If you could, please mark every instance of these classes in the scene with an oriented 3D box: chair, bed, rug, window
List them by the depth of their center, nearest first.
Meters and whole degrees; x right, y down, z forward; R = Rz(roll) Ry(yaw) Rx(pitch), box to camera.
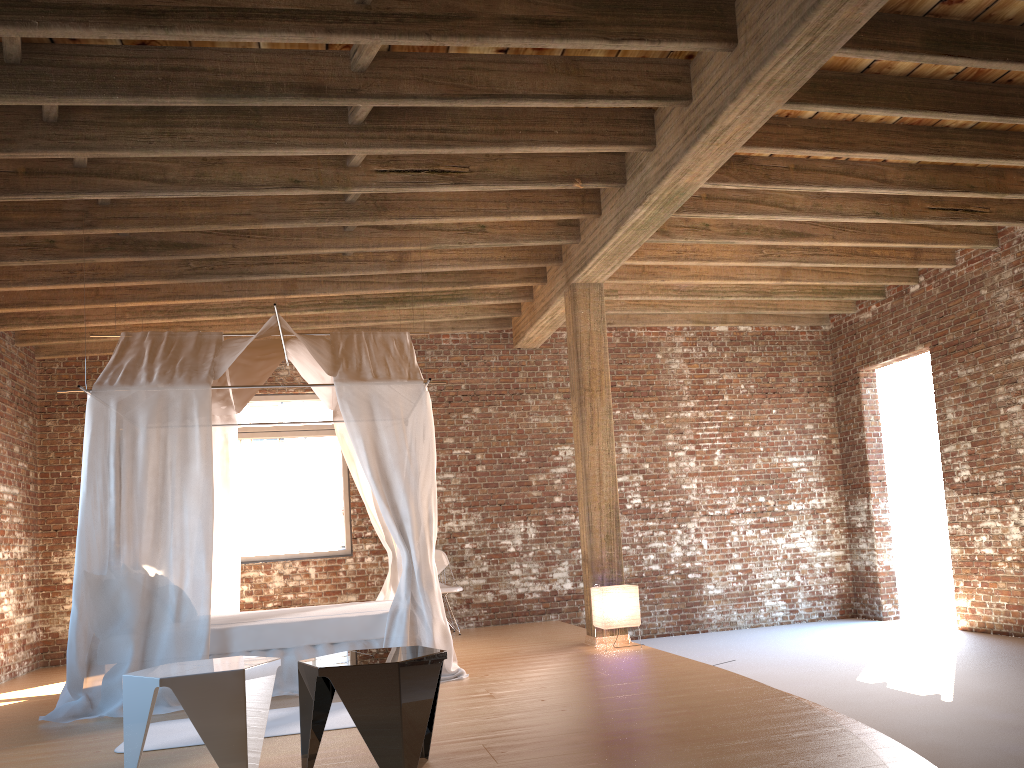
[{"bbox_3d":[-0.562,1.364,3.620,0.527,0.486,0.633,-8,-9,30],"label":"chair"},{"bbox_3d":[-1.276,1.422,3.671,0.606,0.486,0.550,-11,-11,40],"label":"chair"},{"bbox_3d":[-1.364,1.893,4.942,1.464,0.007,0.851,-2,-10,-13],"label":"rug"},{"bbox_3d":[-1.919,0.348,6.901,2.726,3.850,2.465,-2,-7,-13],"label":"bed"},{"bbox_3d":[-0.807,2.199,9.328,0.549,0.889,0.566,-2,-7,-13],"label":"chair"},{"bbox_3d":[-2.434,0.998,9.529,1.344,1.834,0.169,-2,-5,-14],"label":"window"}]

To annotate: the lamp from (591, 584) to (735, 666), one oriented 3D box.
[{"bbox_3d":[1.355,2.031,7.425,1.420,0.774,0.353,0,-7,-22],"label":"lamp"}]
